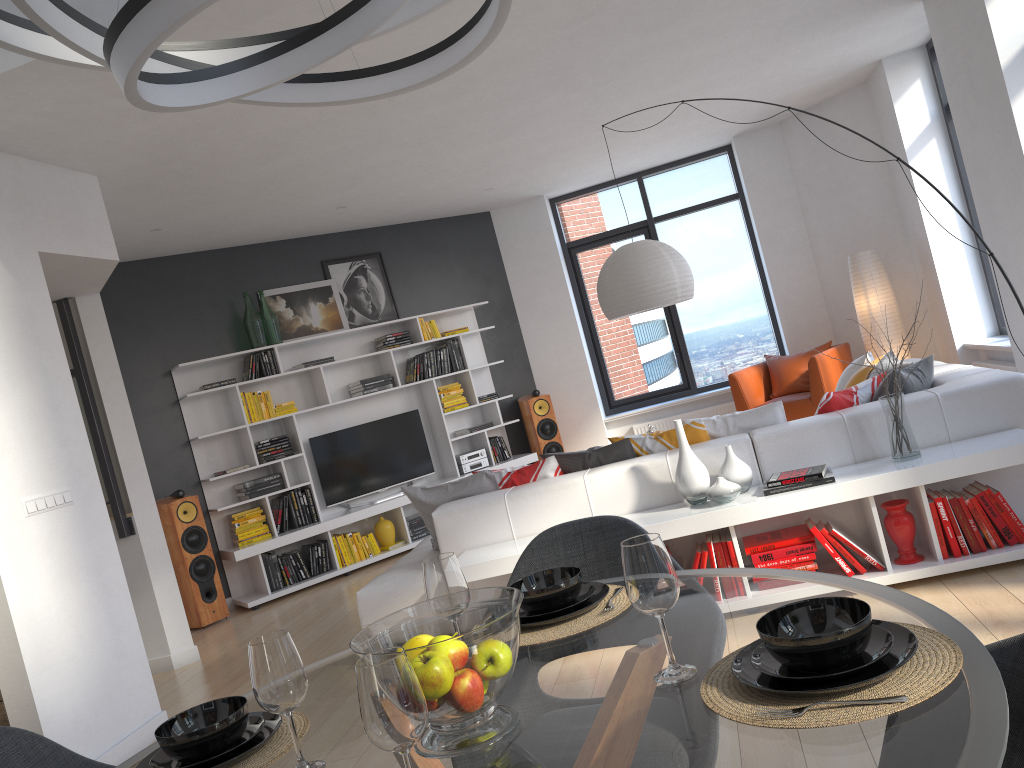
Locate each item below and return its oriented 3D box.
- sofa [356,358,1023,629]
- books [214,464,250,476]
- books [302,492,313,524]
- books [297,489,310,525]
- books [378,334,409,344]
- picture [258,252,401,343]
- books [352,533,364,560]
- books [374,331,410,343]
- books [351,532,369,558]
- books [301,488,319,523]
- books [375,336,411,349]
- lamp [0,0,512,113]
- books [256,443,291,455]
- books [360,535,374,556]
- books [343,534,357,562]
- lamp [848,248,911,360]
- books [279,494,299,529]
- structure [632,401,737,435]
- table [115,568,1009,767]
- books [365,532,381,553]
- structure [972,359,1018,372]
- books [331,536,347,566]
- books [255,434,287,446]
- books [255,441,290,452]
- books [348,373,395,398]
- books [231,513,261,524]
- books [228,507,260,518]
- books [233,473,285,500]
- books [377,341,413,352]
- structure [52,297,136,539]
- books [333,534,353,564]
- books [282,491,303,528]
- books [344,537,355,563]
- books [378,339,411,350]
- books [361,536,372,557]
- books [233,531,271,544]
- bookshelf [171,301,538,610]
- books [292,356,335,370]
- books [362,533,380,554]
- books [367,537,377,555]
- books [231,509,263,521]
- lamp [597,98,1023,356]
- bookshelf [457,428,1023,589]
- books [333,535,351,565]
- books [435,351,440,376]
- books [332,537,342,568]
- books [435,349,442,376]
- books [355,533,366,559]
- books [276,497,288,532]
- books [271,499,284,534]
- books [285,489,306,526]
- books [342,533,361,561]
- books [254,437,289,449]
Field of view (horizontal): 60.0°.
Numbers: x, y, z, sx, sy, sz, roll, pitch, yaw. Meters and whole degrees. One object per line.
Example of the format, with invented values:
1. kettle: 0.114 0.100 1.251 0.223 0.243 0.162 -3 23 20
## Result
1. sofa: 1.045 0.625 5.508 3.424 0.732 2.614 -15 1 12
2. books: -2.318 0.714 7.342 0.209 0.030 0.266 -15 1 -40
3. books: -1.793 1.070 7.630 0.028 0.272 0.200 -15 1 -33
4. books: -1.829 1.059 7.617 0.034 0.315 0.239 -15 1 -33
5. books: -1.107 -0.421 8.293 0.246 0.026 0.180 -15 1 -30
6. picture: -1.674 -0.792 8.154 1.279 0.707 0.076 -15 1 -33
7. books: -1.366 1.409 7.686 0.043 0.240 0.169 -15 1 -34
8. books: -1.122 -0.445 8.301 0.266 0.030 0.209 -15 1 -40
9. books: -1.335 1.402 7.740 0.056 0.235 0.172 -15 1 -34
10. books: -1.765 1.051 7.653 0.051 0.297 0.230 -15 1 -33
11. books: -1.117 -0.390 8.314 0.284 0.030 0.214 -15 1 -30
12. lamp: -0.918 -2.666 1.354 1.000 4.513 1.000 -15 1 14
13. books: -2.039 0.554 7.550 0.284 0.030 0.214 -15 1 -25
14. books: -1.269 1.410 7.744 0.046 0.187 0.134 -15 1 -33
15. books: -1.418 1.416 7.663 0.041 0.252 0.180 -15 1 -33
16. lamp: 3.320 -0.421 7.589 0.502 1.550 0.804 -15 1 -28
17. books: -1.899 1.087 7.559 0.028 0.301 0.213 -15 1 -33
18. structure: 2.003 0.473 9.051 1.474 0.460 0.110 -15 1 12
19. table: 0.036 0.908 1.394 1.499 0.764 1.499 -15 1 1
20. books: -1.221 1.393 7.791 0.046 0.193 0.149 -15 1 -32
21. structure: 3.649 0.067 6.515 0.110 0.460 1.015 -15 1 12
22. books: -1.511 1.432 7.612 0.048 0.271 0.213 -15 1 -33
23. books: -2.053 0.476 7.549 0.246 0.026 0.180 -15 1 -25
24. books: -2.048 0.530 7.553 0.264 0.020 0.189 -15 1 -30
25. books: -1.287 0.017 8.134 0.343 0.137 0.277 -15 1 -38
26. books: -2.213 1.116 7.391 0.238 0.023 0.167 -15 1 -17
27. books: -2.237 1.072 7.406 0.234 0.024 0.171 -15 1 -29
28. books: -2.131 0.868 7.474 0.343 0.137 0.277 -15 1 -33
29. books: -1.093 -0.343 8.294 0.284 0.030 0.214 -15 1 -30
30. structure: -4.456 0.173 7.499 4.190 4.339 2.823 -15 1 12
31. books: -1.459 1.421 7.652 0.038 0.267 0.202 -15 1 -33
32. books: -1.878 1.073 7.580 0.034 0.314 0.237 -15 1 -33
33. books: -1.430 1.433 7.648 0.042 0.230 0.156 -15 1 -35
34. books: -1.102 -0.367 8.296 0.264 0.020 0.189 -15 1 -35
35. books: -1.291 1.415 7.739 0.056 0.188 0.138 -15 1 -33
36. books: -2.168 1.270 7.375 0.269 0.025 0.213 -15 1 -30
37. bookshelf: -1.231 0.515 7.984 3.000 2.052 0.455 -15 1 -33
38. books: -1.757 -0.173 7.845 0.310 0.047 0.250 -15 1 -37
39. books: -1.236 1.398 7.771 0.067 0.193 0.148 -15 1 -32
40. books: -1.245 1.414 7.744 0.049 0.169 0.113 -15 1 -34
41. books: -2.211 1.090 7.392 0.234 0.024 0.171 -15 1 -29
42. lamp: 1.781 -0.550 4.587 0.710 2.647 3.199 -15 1 -42
43. bookshelf: 1.023 0.767 4.004 2.600 0.500 0.356 -15 1 12
44. books: -1.483 1.431 7.637 0.066 0.258 0.198 -15 1 -33
45. books: -0.738 -0.183 8.441 0.069 0.242 0.172 -15 1 -32
46. books: -1.531 1.438 7.574 0.029 0.270 0.204 -15 1 -33
47. books: -0.735 -0.192 8.476 0.075 0.254 0.192 -15 1 -34
48. books: -1.356 1.408 7.715 0.043 0.235 0.171 -15 1 -35
49. books: -1.950 1.105 7.522 0.100 0.289 0.210 -15 1 -34
50. books: -2.001 1.121 7.509 0.142 0.284 0.232 -15 1 -33
51. books: -1.855 1.060 7.601 0.026 0.326 0.237 -15 1 -33
52. books: -1.403 1.412 7.685 0.055 0.252 0.185 -15 1 -34
53. books: -2.061 0.507 7.572 0.284 0.030 0.214 -15 1 -25
